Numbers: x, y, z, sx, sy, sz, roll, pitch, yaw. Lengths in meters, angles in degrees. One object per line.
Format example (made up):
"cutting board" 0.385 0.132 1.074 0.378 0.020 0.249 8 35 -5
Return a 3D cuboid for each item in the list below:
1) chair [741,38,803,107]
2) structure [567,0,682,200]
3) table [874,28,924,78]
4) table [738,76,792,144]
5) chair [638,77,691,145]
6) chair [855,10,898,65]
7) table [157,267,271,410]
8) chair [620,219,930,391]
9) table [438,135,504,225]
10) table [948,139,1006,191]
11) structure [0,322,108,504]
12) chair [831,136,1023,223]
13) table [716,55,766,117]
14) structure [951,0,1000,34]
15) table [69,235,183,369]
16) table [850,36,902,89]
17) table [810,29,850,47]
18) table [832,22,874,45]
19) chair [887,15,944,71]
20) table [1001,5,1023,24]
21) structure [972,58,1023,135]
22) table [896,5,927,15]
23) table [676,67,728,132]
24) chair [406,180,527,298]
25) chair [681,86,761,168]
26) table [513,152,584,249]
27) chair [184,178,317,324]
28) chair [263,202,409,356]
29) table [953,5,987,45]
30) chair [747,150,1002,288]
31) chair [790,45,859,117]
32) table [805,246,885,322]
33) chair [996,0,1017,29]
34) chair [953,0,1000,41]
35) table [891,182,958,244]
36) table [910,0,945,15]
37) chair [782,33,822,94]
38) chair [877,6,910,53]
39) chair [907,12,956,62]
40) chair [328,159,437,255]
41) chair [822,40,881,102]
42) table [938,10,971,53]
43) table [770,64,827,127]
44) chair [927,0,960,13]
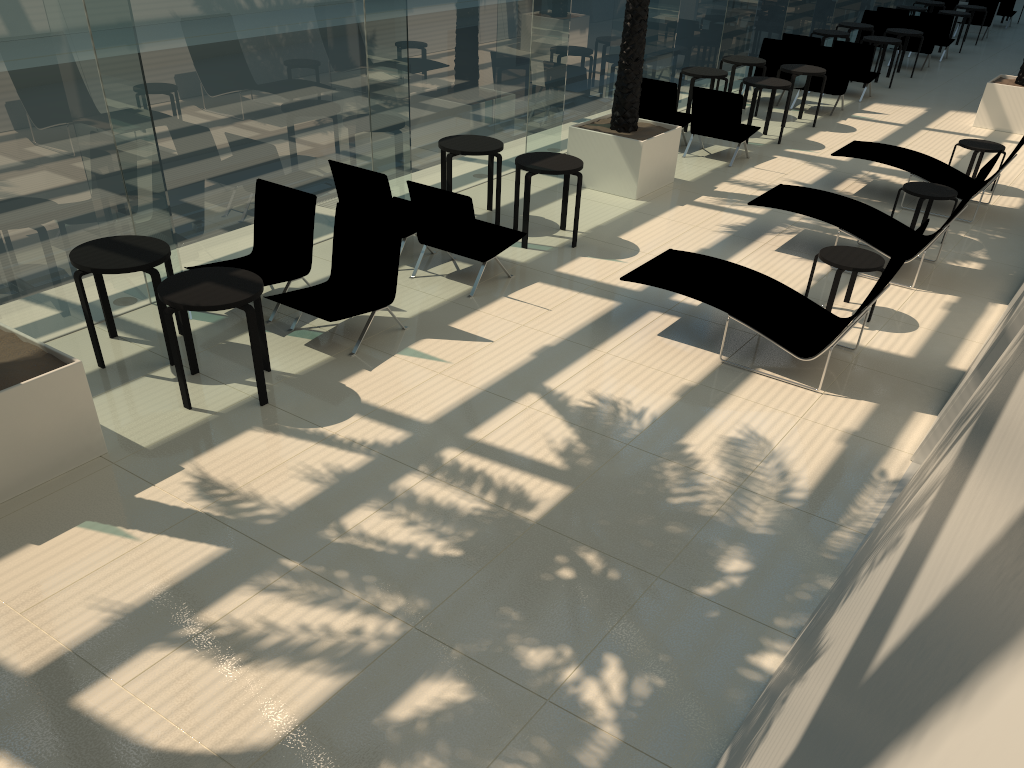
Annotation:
"chair" 4.332 -5.263 14.744 0.695 0.961 0.840 23 38 28
"structure" 1.387 -5.583 8.609 4.727 7.585 4.171 18 37 22
"table" 7.688 -6.574 17.333 0.678 0.845 0.625 -5 34 -12
"table" 3.612 -3.960 12.641 0.676 0.845 0.627 -7 35 -15
"chair" 2.110 -3.821 12.158 0.695 0.961 0.840 23 38 28
"chair" 7.577 -7.351 18.490 0.695 0.961 0.840 23 38 28
"table" -2.041 -0.315 6.102 0.679 0.845 0.624 -2 34 -8
"chair" 1.984 -0.856 6.947 1.980 1.252 0.872 21 38 26
"table" -0.442 -2.156 9.292 0.676 0.845 0.627 -7 35 -15
"table" 5.958 -2.813 11.226 0.551 0.560 0.511 -7 34 -15
"structure" -3.318 -2.577 3.213 4.436 7.584 4.441 10 34 10
"chair" 4.989 -2.789 10.416 1.980 1.252 0.872 21 38 26
"table" 3.648 -4.780 14.001 0.678 0.845 0.625 -5 34 -12
"structure" 12.392 -12.668 21.321 4.330 7.584 4.556 -21 40 -31
"table" -2.836 -0.608 6.515 0.679 0.845 0.624 -2 34 -8
"table" 6.838 -6.034 16.364 0.676 0.845 0.627 -7 35 -15
"table" 6.042 -6.328 16.777 0.676 0.845 0.627 -7 35 -15
"table" 6.893 -6.867 17.747 0.678 0.845 0.625 -5 34 -12
"chair" 8.342 -7.069 18.092 0.695 0.961 0.840 23 38 28
"table" 14.163 -10.747 24.821 0.679 0.845 0.624 -2 34 -8
"structure" 8.409 -7.258 12.144 4.595 7.449 3.975 -10 36 -19
"table" 9.287 -8.416 20.523 0.676 0.845 0.627 -7 35 -15
"table" 2.817 -4.253 13.054 0.676 0.845 0.627 -7 35 -15
"chair" -0.399 -1.433 7.982 0.695 0.961 0.840 23 38 28
"chair" 2.874 -3.539 11.761 0.695 0.961 0.840 23 38 28
"table" 0.353 -1.863 8.879 0.676 0.845 0.627 -7 35 -15
"chair" -2.152 -1.092 7.259 0.695 0.961 0.840 23 38 28
"chair" -1.387 -0.810 6.861 0.695 0.961 0.840 23 38 28
"table" 11.020 -8.718 21.180 0.678 0.845 0.625 -5 34 -12
"chair" 3.509 -1.837 8.708 1.980 1.252 0.872 21 38 26
"chair" 5.097 -4.981 14.346 0.695 0.961 0.840 23 38 28
"table" 2.953 -0.880 7.757 0.552 0.560 0.509 -5 34 -12
"chair" 13.484 -10.365 24.008 0.695 0.961 0.840 23 38 28
"chair" 11.674 -9.212 21.939 0.695 0.961 0.840 23 38 28
"table" 4.478 -1.861 9.518 0.552 0.560 0.509 -5 34 -12
"table" 10.225 -9.011 21.593 0.678 0.845 0.625 -5 34 -12
"chair" 5.320 -5.887 15.864 0.695 0.961 0.840 23 38 28
"chair" 8.572 -7.979 19.619 0.695 0.961 0.840 23 38 28
"chair" 9.337 -7.697 19.221 0.695 0.961 0.840 23 38 28
"chair" -1.164 -1.715 8.380 0.695 0.961 0.840 23 38 28
"chair" 6.085 -5.605 15.467 0.695 0.961 0.840 23 38 28
"table" 10.083 -8.122 20.110 0.676 0.845 0.627 -7 35 -15
"table" 4.443 -4.486 13.587 0.678 0.845 0.625 -5 34 -12
"chair" 10.909 -9.495 22.336 0.695 0.961 0.840 23 38 28
